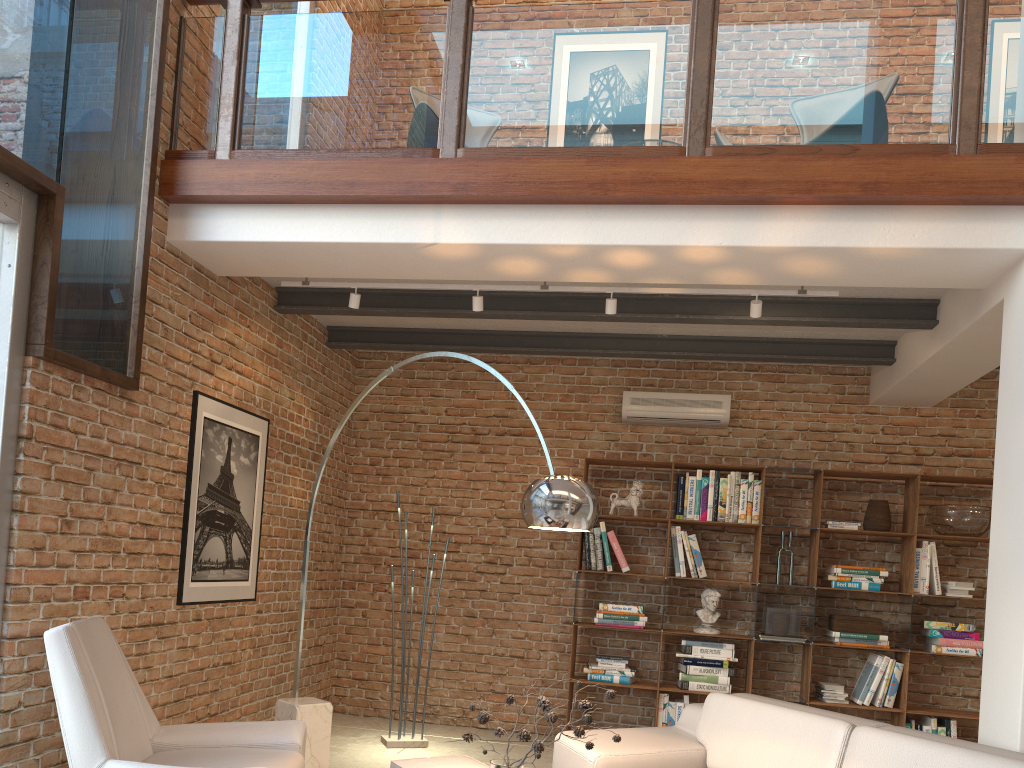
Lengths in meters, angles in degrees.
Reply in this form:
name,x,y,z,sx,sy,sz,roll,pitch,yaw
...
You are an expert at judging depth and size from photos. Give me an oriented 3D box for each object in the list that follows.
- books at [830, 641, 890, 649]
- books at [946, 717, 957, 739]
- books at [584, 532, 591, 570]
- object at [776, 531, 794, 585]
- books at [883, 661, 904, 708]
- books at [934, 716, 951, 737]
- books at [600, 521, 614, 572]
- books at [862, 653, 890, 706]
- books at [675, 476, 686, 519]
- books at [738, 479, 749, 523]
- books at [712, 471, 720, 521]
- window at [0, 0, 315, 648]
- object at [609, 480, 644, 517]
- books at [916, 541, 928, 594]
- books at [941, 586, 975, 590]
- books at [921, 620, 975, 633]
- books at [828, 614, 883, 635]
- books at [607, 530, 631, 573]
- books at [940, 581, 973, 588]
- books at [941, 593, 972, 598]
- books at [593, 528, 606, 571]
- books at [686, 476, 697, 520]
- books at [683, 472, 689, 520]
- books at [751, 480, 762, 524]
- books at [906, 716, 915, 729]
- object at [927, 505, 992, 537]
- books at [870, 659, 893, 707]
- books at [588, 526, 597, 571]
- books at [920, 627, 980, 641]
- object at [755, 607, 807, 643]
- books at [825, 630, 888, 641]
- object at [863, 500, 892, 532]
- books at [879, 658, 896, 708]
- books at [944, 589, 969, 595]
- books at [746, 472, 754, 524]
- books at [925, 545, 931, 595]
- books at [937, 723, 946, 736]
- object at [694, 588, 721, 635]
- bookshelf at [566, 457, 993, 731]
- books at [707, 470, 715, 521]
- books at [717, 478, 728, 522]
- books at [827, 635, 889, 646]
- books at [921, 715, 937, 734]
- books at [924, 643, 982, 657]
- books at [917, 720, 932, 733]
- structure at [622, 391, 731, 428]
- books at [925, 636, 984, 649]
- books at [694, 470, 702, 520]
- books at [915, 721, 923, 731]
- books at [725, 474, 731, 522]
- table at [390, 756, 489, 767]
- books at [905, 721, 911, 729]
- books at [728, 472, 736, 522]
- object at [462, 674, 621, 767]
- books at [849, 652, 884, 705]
name,x,y,z,sx,sy,sz,roll,pitch,yaw
books,2.536,1.903,6.374,0.355,0.020,0.278,2,-12,8
books,3.129,2.581,6.242,0.069,0.379,0.248,4,-4,10
books,0.586,1.245,6.715,0.091,0.378,0.248,4,-4,10
object,2.015,1.282,6.421,0.121,0.393,0.062,4,-2,12
books,2.740,2.170,6.324,0.116,0.328,0.259,4,-5,10
books,3.095,2.582,6.258,0.069,0.379,0.248,4,-4,10
books,0.727,1.251,6.687,0.121,0.375,0.248,4,-4,10
books,2.625,2.147,6.339,0.161,0.367,0.248,4,-5,10
books,1.278,0.877,6.624,0.055,0.324,0.259,4,-5,10
books,1.722,0.890,6.535,0.055,0.324,0.259,4,-5,10
books,1.530,0.857,6.573,0.036,0.377,0.248,4,-4,10
window,-2.767,-2.030,0.012,0.646,6.275,12.608,4,-10,10
object,0.870,0.865,6.625,0.251,0.279,0.132,2,-4,17
books,2.948,1.330,6.314,0.036,0.377,0.248,4,-4,10
books,3.203,1.468,6.269,0.170,0.018,0.242,1,-12,13
books,3.138,1.745,6.289,0.326,0.054,0.260,0,-12,19
books,2.506,1.758,6.372,0.335,0.117,0.217,2,-10,10
books,0.820,1.289,6.695,0.194,0.313,0.259,3,-6,10
books,3.197,1.440,6.266,0.132,0.033,0.210,4,-11,0
books,3.201,1.522,6.277,0.170,0.018,0.242,0,-12,17
books,0.676,1.279,6.727,0.102,0.328,0.259,4,-5,10
books,1.352,0.876,6.593,0.055,0.324,0.259,4,-5,10
books,1.317,0.864,6.617,0.020,0.353,0.276,4,-5,10
books,1.821,0.898,6.540,0.055,0.324,0.259,4,-5,10
books,2.868,2.589,6.304,0.051,0.354,0.276,4,-5,10
object,3.222,0.995,6.270,0.442,0.215,0.441,12,-12,-38
books,2.678,2.159,6.340,0.097,0.349,0.276,4,-5,10
books,0.624,1.248,6.717,0.091,0.378,0.248,4,-4,10
books,3.151,1.801,6.285,0.326,0.054,0.260,2,-11,10
object,1.983,1.770,6.430,0.335,0.229,0.289,3,-8,10
books,2.510,1.833,6.360,0.379,0.036,0.250,2,-12,8
object,2.651,0.960,6.321,0.196,0.229,0.194,8,-7,-32
books,2.700,2.164,6.346,0.097,0.349,0.276,4,-5,10
books,3.193,1.492,6.265,0.132,0.033,0.210,0,-12,19
books,1.772,0.866,6.533,0.036,0.377,0.248,4,-4,10
books,2.977,1.347,6.318,0.020,0.353,0.276,4,-5,10
books,3.045,2.604,6.250,0.083,0.328,0.259,4,-5,10
object,1.474,1.701,6.543,0.195,0.345,0.197,2,-4,25
bookshelf,1.989,1.727,6.448,3.029,2.169,0.369,3,-2,9
books,1.492,0.853,6.569,0.036,0.377,0.248,4,-4,10
books,1.572,0.882,6.550,0.055,0.324,0.259,4,-5,10
books,2.527,1.877,6.391,0.379,0.036,0.249,3,-12,5
books,3.004,2.578,6.269,0.069,0.379,0.248,4,-4,10
books,3.160,1.910,6.269,0.326,0.054,0.260,2,-12,12
books,2.956,2.602,6.271,0.083,0.328,0.259,4,-5,10
structure,1.267,0.196,6.756,0.811,0.216,0.204,2,-6,9
books,3.189,1.856,6.266,0.326,0.055,0.260,3,-11,5
books,1.400,0.851,6.590,0.036,0.377,0.248,4,-4,10
books,2.905,2.605,6.299,0.083,0.328,0.259,4,-5,10
books,1.613,0.873,6.558,0.020,0.353,0.276,4,-5,10
table,-0.312,1.700,2.887,1.991,0.421,2.228,10,-13,-29
books,2.830,2.602,6.311,0.083,0.328,0.259,4,-5,10
books,1.645,0.864,6.568,0.036,0.377,0.248,4,-4,10
object,0.119,1.278,2.987,0.545,0.598,0.319,6,-4,-20
books,2.587,2.151,6.369,0.163,0.366,0.248,4,-5,10
